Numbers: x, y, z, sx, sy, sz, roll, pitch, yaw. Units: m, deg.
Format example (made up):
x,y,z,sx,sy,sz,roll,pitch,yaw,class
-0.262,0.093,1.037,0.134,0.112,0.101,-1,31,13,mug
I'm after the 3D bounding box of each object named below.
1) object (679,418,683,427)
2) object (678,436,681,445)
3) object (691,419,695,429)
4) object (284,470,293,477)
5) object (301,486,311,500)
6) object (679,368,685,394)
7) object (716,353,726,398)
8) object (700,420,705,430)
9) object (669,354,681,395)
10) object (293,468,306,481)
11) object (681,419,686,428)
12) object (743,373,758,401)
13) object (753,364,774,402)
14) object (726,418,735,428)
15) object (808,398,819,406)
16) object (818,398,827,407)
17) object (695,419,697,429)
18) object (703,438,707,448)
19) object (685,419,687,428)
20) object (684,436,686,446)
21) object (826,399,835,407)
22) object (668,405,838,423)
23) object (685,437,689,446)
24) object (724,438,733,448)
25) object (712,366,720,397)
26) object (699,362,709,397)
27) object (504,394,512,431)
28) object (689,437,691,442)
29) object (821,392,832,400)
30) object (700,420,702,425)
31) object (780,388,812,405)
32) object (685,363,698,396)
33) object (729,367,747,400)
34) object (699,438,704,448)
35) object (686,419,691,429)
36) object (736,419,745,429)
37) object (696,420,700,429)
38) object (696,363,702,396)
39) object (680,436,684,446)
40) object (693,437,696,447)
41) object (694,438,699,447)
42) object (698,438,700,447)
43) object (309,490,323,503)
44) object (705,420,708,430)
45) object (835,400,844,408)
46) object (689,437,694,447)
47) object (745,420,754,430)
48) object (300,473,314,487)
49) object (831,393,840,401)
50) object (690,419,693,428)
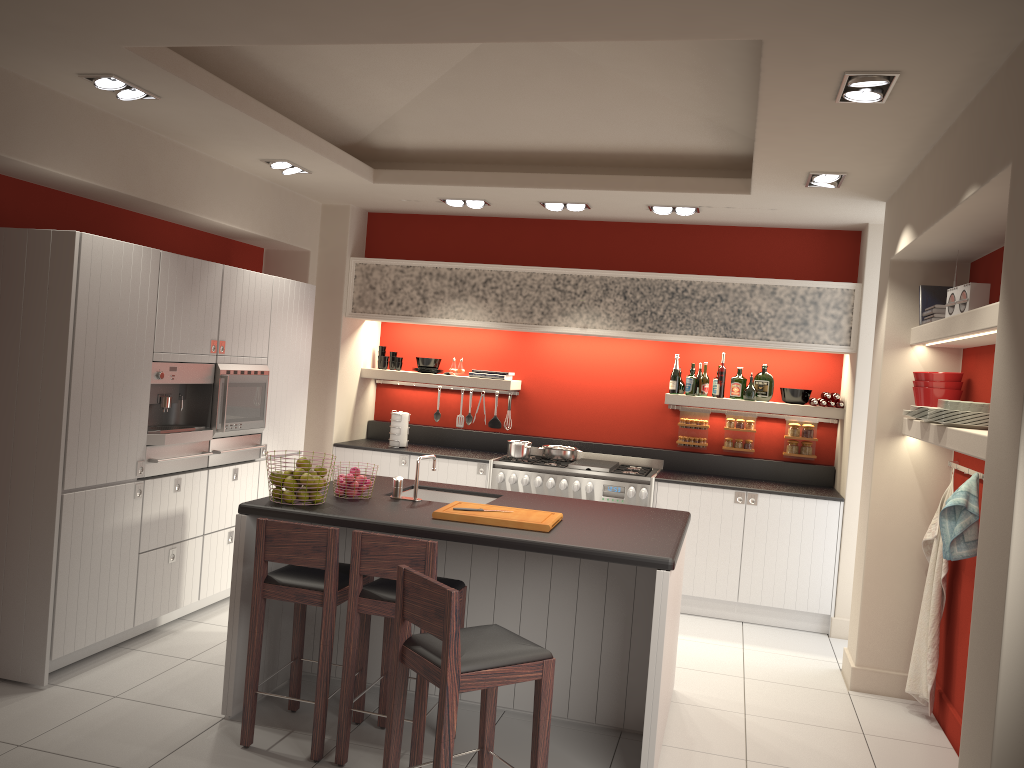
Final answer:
x,y,z,sx,sy,sz,roll,pitch,yaw,class
1.422,0.325,7.427,0.034,0.078,0.034,5,1,35,object
1.410,0.473,7.430,0.034,0.078,0.034,5,1,35,object
1.505,0.333,7.366,0.034,0.078,0.034,5,1,35,object
-1.101,0.453,4.383,0.057,0.061,0.062,5,1,29,object
-1.007,0.536,4.413,0.084,0.079,0.086,4,1,-31,object
1.400,-0.029,7.424,0.113,0.226,0.113,4,1,-35,object
1.705,-0.069,7.204,0.062,0.366,0.210,5,1,14,object
1.581,0.339,7.347,0.034,0.078,0.034,5,1,35,object
1.338,-0.082,7.249,0.083,0.331,0.083,4,1,-15,object
-1.039,0.442,4.332,0.057,0.061,0.062,5,1,29,object
1.430,0.327,7.385,0.034,0.078,0.034,5,1,35,object
1.905,0.019,7.074,0.113,0.226,0.113,5,1,25,object
2.036,-0.010,7.181,0.186,0.303,0.057,6,1,44,object
1.802,0.327,7.315,0.068,0.088,0.068,5,1,35,object
2.386,0.142,7.005,0.062,0.062,0.366,5,1,14,object
2.446,0.147,6.990,0.062,0.062,0.366,5,1,14,object
1.537,0.335,7.398,0.034,0.078,0.034,5,1,35,object
1.601,0.489,7.382,0.034,0.078,0.034,5,1,35,object
1.460,0.328,7.418,0.034,0.078,0.034,5,1,35,object
1.448,0.476,7.420,0.034,0.078,0.034,5,1,35,object
2.512,0.152,6.995,0.061,0.061,0.366,5,1,14,object
1.980,0.248,7.350,1.355,0.034,0.048,5,1,14,object
1.456,0.477,7.378,0.034,0.078,0.034,5,1,35,object
1.790,0.487,7.318,0.068,0.088,0.068,5,1,35,object
1.704,-0.020,7.301,0.094,0.263,0.094,4,1,-20,object
1.580,-0.038,7.276,0.080,0.278,0.080,5,1,17,object
-0.027,0.248,7.831,0.069,0.328,0.069,4,1,-8,object
1.486,0.479,7.411,0.034,0.078,0.034,5,1,35,object
2.486,0.096,7.004,0.062,0.062,0.366,5,1,14,object
1.575,0.338,7.389,0.034,0.078,0.034,5,1,35,object
2.278,0.099,7.129,0.251,0.121,0.251,4,1,-4,object
1.460,-0.037,7.196,0.094,0.264,0.094,5,1,3,object
1.846,-0.005,7.219,0.112,0.260,0.071,6,1,43,object
1.569,0.487,7.350,0.034,0.078,0.034,5,1,35,object
1.468,0.330,7.376,0.034,0.078,0.034,5,1,35,object
1.878,0.334,7.296,0.068,0.088,0.068,5,1,35,object
1.543,0.336,7.357,0.034,0.078,0.034,5,1,35,object
1.558,-0.040,7.372,0.083,0.277,0.083,5,1,18,object
1.418,0.474,7.388,0.034,0.078,0.034,5,1,35,object
1.525,0.482,7.401,0.034,0.078,0.034,5,1,35,object
1.531,0.484,7.359,0.034,0.078,0.034,5,1,35,object
1.563,0.486,7.391,0.034,0.078,0.034,5,1,35,object
-0.959,0.549,4.342,0.068,0.068,0.068,5,1,25,object
1.613,0.341,7.379,0.034,0.078,0.034,5,1,35,object
2.568,0.158,6.961,0.061,0.061,0.366,5,1,14,object
1.494,0.481,7.369,0.034,0.078,0.034,5,1,35,object
1.953,0.340,7.277,0.068,0.088,0.068,5,1,35,object
-0.992,0.464,4.295,0.067,0.068,0.067,4,1,-23,object
2.542,0.101,6.966,0.062,0.062,0.366,5,1,14,object
1.498,0.331,7.408,0.034,0.078,0.034,5,1,35,object
